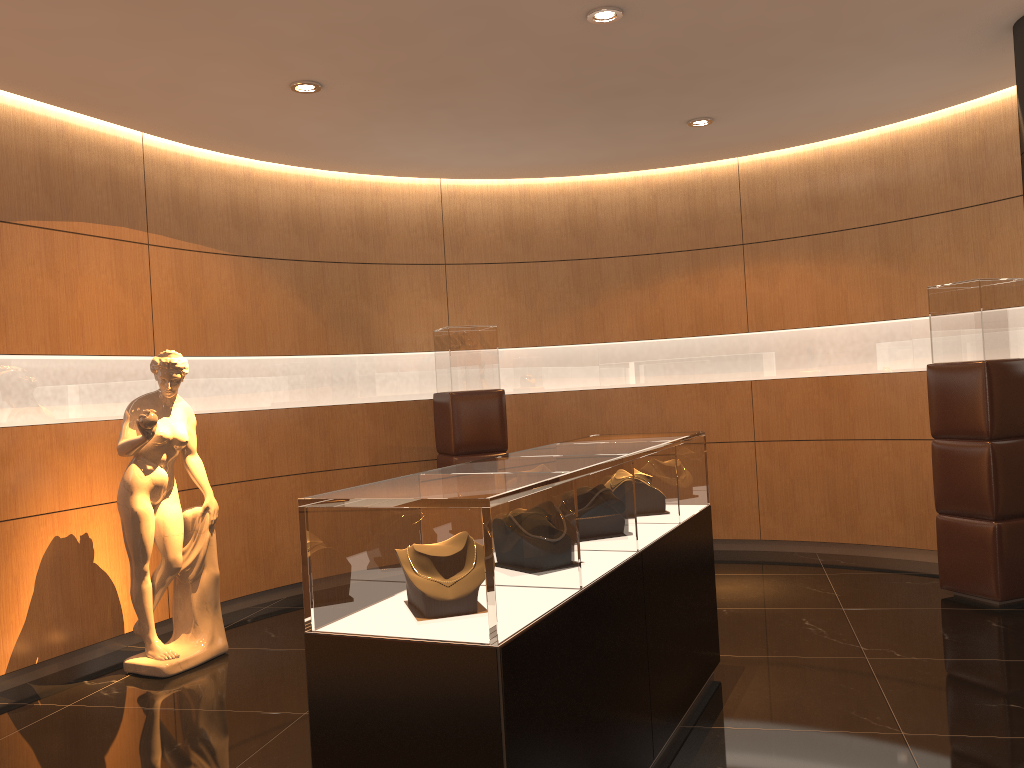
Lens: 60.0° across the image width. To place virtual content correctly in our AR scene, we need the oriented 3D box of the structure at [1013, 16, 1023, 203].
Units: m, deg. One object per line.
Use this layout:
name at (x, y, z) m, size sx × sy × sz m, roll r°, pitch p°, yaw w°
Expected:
structure at (3.108, -0.376, 4.706) m, size 0.613 × 3.430 × 0.613 m, roll -4°, pitch 0°, yaw 29°

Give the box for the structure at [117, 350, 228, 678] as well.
structure at (-2.053, 0.728, 5.152) m, size 0.477 × 1.836 × 0.733 m, roll -3°, pitch 0°, yaw 13°

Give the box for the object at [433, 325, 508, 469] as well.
object at (-0.319, 0.554, 7.011) m, size 0.484 × 2.000 × 0.498 m, roll -3°, pitch 0°, yaw -22°

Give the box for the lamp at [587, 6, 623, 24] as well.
lamp at (0.455, -1.839, 4.363) m, size 0.176 × 0.068 × 0.176 m, roll -3°, pitch 0°, yaw 19°

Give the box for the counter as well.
counter at (0.225, 0.866, 3.494) m, size 0.615 × 1.173 × 2.514 m, roll -4°, pitch 0°, yaw 25°

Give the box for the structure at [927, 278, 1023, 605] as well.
structure at (3.018, 0.350, 5.654) m, size 0.484 × 2.000 × 0.498 m, roll -3°, pitch 0°, yaw -21°
